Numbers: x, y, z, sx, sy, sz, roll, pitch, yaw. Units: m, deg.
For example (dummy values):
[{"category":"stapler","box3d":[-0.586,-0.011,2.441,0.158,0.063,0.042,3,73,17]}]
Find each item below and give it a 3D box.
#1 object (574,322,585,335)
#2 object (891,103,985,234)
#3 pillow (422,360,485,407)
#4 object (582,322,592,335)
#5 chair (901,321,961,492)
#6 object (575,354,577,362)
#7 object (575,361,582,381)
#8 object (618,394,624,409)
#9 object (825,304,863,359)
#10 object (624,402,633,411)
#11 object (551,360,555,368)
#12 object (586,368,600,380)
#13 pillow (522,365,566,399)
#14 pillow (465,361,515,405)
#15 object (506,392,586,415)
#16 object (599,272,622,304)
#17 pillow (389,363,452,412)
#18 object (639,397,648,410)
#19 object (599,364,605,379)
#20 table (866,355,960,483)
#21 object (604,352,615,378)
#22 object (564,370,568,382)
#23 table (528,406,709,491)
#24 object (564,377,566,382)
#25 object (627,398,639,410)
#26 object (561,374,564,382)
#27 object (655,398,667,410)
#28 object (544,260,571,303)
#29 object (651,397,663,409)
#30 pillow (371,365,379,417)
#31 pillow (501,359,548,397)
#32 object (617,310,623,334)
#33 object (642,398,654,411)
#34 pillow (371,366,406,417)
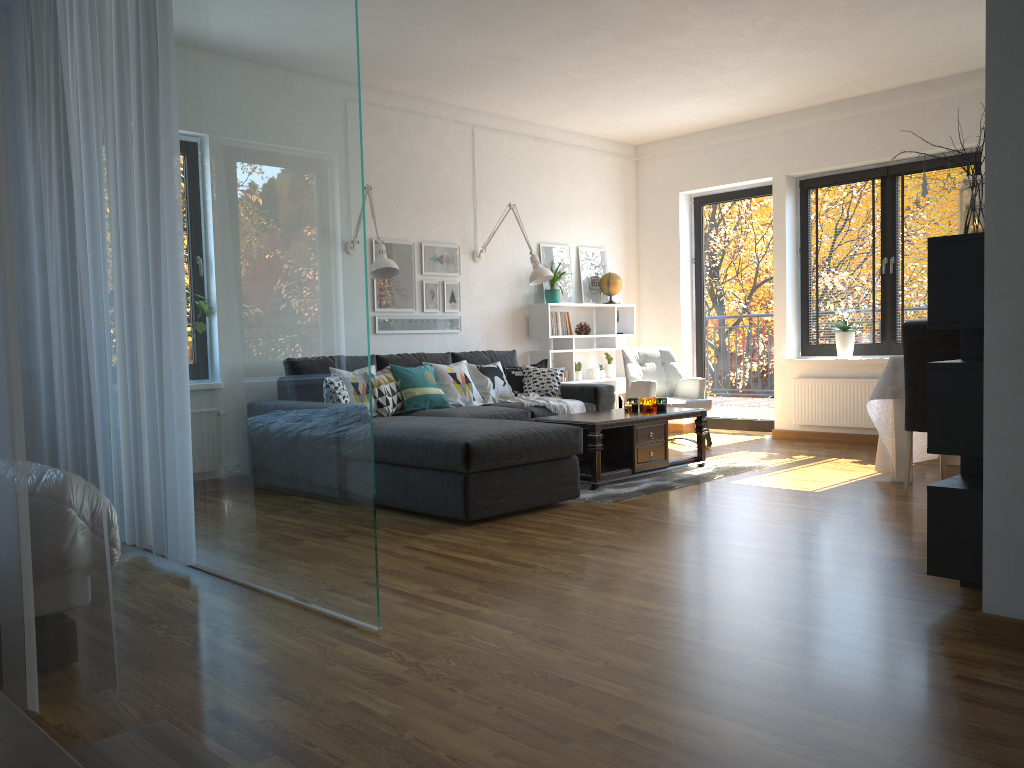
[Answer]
[{"category":"object","box3d":[0.609,-0.497,7.958,0.102,0.127,0.094,-1,3,1]},{"category":"object","box3d":[1.471,-0.737,2.918,0.426,0.522,0.298,1,4,42]},{"category":"pillow","box3d":[-0.400,0.016,6.479,0.436,0.369,0.285,-4,4,-44]},{"category":"object","box3d":[0.668,-0.499,8.012,0.101,0.125,0.096,-3,4,-29]},{"category":"chair","box3d":[2.541,0.120,4.994,0.544,0.961,0.461,-4,4,-39]},{"category":"object","box3d":[0.560,-0.155,7.989,0.051,0.238,0.051,-3,4,-27]},{"category":"object","box3d":[0.572,-0.115,7.821,0.088,0.173,0.087,-3,4,-28]},{"category":"object","box3d":[0.997,0.215,8.335,0.126,0.247,0.118,-4,4,-37]},{"category":"object","box3d":[2.733,-0.428,7.282,0.286,0.444,0.340,1,4,34]},{"category":"object","box3d":[0.785,0.151,5.989,0.060,0.061,0.060,-4,4,-39]},{"category":"object","box3d":[0.317,-0.114,7.699,0.108,0.198,0.108,-4,4,-33]},{"category":"object","box3d":[0.735,-0.092,8.046,0.134,0.098,0.132,-1,3,16]},{"category":"pillow","box3d":[0.247,0.004,6.885,0.358,0.313,0.169,-2,3,-4]},{"category":"pillow","box3d":[-0.149,-0.006,6.714,0.382,0.318,0.265,-4,4,-44]},{"category":"object","box3d":[0.180,0.183,6.505,0.605,0.212,0.488,1,4,42]},{"category":"object","box3d":[0.918,-0.888,8.240,0.217,0.305,0.215,-3,4,-27]},{"category":"pillow","box3d":[-0.649,0.018,6.231,0.273,0.340,0.414,2,4,45]},{"category":"object","box3d":[0.904,0.135,6.051,0.079,0.081,0.079,1,4,41]},{"category":"object","box3d":[0.822,-0.119,8.153,0.072,0.137,0.072,0,4,26]},{"category":"table","box3d":[3.177,0.197,5.109,1.234,0.763,1.856,-4,4,-44]},{"category":"object","box3d":[0.909,-0.173,8.225,0.098,0.236,0.097,1,4,33]},{"category":"object","box3d":[0.469,-0.071,7.748,0.039,0.099,0.039,1,5,42]},{"category":"table","box3d":[0.717,0.396,5.820,1.179,0.409,0.570,-4,4,-44]},{"category":"object","box3d":[0.452,-0.041,7.707,0.040,0.044,0.040,-3,3,-18]},{"category":"object","box3d":[0.826,0.137,6.054,0.079,0.081,0.079,1,4,41]},{"category":"object","box3d":[0.366,-0.058,7.690,0.176,0.084,0.078,-1,3,14]},{"category":"object","box3d":[1.008,0.135,5.981,0.079,0.081,0.079,1,4,41]},{"category":"object","box3d":[0.355,-0.881,7.696,0.387,0.372,0.424,0,4,32]},{"category":"object","box3d":[0.997,0.131,6.086,0.079,0.081,0.079,1,4,41]},{"category":"pillow","box3d":[-1.007,0.054,5.793,0.360,0.344,0.173,-5,4,-45]},{"category":"pillow","box3d":[0.081,-0.012,6.974,0.449,0.358,0.234,-3,3,-18]},{"category":"object","box3d":[1.001,-0.580,8.360,0.066,0.230,0.075,0,4,26]},{"category":"object","box3d":[0.914,0.139,5.963,0.079,0.081,0.079,1,4,41]},{"category":"pillow","box3d":[-0.888,0.061,6.010,0.242,0.363,0.453,-1,3,12]}]
